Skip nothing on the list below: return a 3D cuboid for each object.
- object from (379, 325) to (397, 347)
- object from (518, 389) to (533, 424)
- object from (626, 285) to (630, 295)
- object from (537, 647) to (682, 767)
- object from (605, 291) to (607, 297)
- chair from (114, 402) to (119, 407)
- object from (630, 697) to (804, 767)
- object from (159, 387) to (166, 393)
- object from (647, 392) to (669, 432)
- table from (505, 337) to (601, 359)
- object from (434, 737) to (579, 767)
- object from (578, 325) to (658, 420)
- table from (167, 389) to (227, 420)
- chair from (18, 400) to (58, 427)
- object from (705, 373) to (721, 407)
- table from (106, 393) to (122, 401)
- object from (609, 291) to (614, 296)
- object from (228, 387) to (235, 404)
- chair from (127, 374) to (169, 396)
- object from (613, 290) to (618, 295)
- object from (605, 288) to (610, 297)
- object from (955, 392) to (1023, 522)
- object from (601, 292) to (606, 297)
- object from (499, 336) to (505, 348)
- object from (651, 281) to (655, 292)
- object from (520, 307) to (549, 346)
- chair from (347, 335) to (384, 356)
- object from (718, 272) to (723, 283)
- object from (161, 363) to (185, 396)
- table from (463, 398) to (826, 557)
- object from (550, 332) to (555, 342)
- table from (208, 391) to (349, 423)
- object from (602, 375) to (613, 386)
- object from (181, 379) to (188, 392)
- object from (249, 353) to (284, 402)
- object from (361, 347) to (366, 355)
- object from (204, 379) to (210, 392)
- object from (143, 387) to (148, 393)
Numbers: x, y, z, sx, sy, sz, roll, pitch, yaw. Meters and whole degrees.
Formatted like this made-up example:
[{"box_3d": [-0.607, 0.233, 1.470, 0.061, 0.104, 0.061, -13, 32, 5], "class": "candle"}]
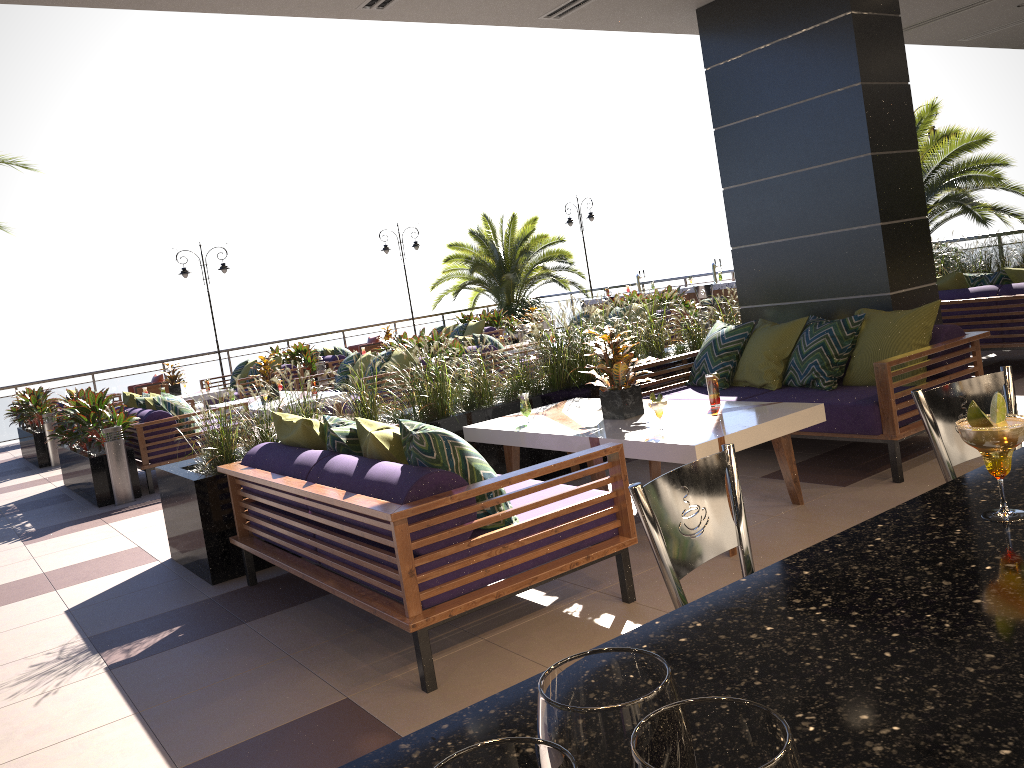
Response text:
[{"box_3d": [-2.220, -0.797, 15.908, 0.425, 0.525, 0.431, -10, 4, -7], "class": "object"}, {"box_3d": [0.081, 0.134, 5.400, 0.068, 0.210, 0.069, -7, 4, 39], "class": "object"}, {"box_3d": [2.265, -1.835, 17.276, 0.068, 0.180, 0.069, -7, 3, 28], "class": "object"}, {"box_3d": [0.079, 0.302, 0.611, 0.106, 0.208, 0.105, -11, 4, -29], "class": "object"}, {"box_3d": [2.006, -1.837, 18.492, 0.105, 0.208, 0.106, -7, 4, 31], "class": "object"}, {"box_3d": [-7.295, 0.588, 15.931, 0.581, 0.479, 0.578, -11, 5, -26], "class": "chair"}, {"box_3d": [0.130, 0.305, 0.515, 0.106, 0.208, 0.105, -11, 4, -29], "class": "object"}, {"box_3d": [-5.135, 0.144, 13.029, 0.082, 0.197, 0.069, -9, 3, 8], "class": "object"}, {"box_3d": [0.742, 0.137, 4.469, 0.106, 0.196, 0.106, -9, 3, -6], "class": "object"}, {"box_3d": [0.429, -0.273, 12.228, 0.946, 0.552, 2.034, -13, 7, -34], "class": "table"}, {"box_3d": [0.009, 0.325, 0.503, 0.106, 0.208, 0.105, -11, 4, -29], "class": "object"}, {"box_3d": [0.588, -0.070, 5.071, 0.426, 0.525, 0.430, -11, 4, -22], "class": "object"}, {"box_3d": [-5.168, 0.447, 13.793, 0.946, 0.552, 2.034, -13, 7, -34], "class": "table"}, {"box_3d": [-8.517, 0.601, 16.042, 0.718, 0.813, 0.713, -12, 5, -34], "class": "chair"}, {"box_3d": [1.120, 0.033, 4.908, 0.067, 0.189, 0.085, -10, 3, -9], "class": "object"}, {"box_3d": [-7.730, 0.533, 16.576, 0.744, 0.588, 0.754, -12, 6, -34], "class": "table"}, {"box_3d": [2.047, -1.816, 18.234, 0.105, 0.208, 0.106, -7, 4, 31], "class": "object"}, {"box_3d": [-3.274, 0.133, 10.335, 0.068, 0.210, 0.069, -6, 4, 44], "class": "object"}, {"box_3d": [-6.961, 0.238, 17.113, 0.718, 0.813, 0.713, -12, 5, -34], "class": "chair"}, {"box_3d": [2.142, -1.836, 18.285, 0.105, 0.208, 0.106, -7, 4, 31], "class": "object"}, {"box_3d": [1.924, -1.839, 17.772, 0.067, 0.189, 0.085, -10, 3, -9], "class": "object"}, {"box_3d": [0.769, 0.113, 1.403, 0.106, 0.196, 0.106, -9, 3, -6], "class": "object"}, {"box_3d": [1.917, -1.815, 18.422, 0.105, 0.208, 0.106, -7, 4, 31], "class": "object"}, {"box_3d": [-0.141, -0.591, 12.520, 0.067, 0.189, 0.085, -9, 3, -4], "class": "object"}, {"box_3d": [2.656, -1.849, 16.694, 0.068, 0.210, 0.069, -7, 4, 39], "class": "object"}, {"box_3d": [0.316, -0.796, 12.178, 0.432, 0.525, 0.425, -11, 4, -22], "class": "object"}, {"box_3d": [-3.177, -0.645, 19.718, 0.718, 0.813, 0.713, -12, 5, -34], "class": "chair"}, {"box_3d": [3.602, -1.841, 15.292, 0.069, 0.197, 0.082, -9, 3, 3], "class": "object"}, {"box_3d": [-5.269, -0.078, 13.740, 0.430, 0.525, 0.426, -9, 4, -2], "class": "object"}, {"box_3d": [0.680, 0.459, 5.101, 0.946, 0.552, 2.034, -13, 7, -34], "class": "table"}, {"box_3d": [0.530, -0.584, 11.516, 0.068, 0.180, 0.069, -6, 4, 44], "class": "object"}, {"box_3d": [-2.667, 0.450, 10.097, 0.946, 0.552, 2.034, -13, 7, -34], "class": "table"}, {"box_3d": [0.623, 0.030, 5.706, 0.068, 0.180, 0.069, -7, 4, 39], "class": "object"}, {"box_3d": [-5.352, 0.021, 14.477, 0.106, 0.196, 0.106, -9, 3, -1], "class": "object"}, {"box_3d": [-2.772, -0.076, 10.058, 0.426, 0.525, 0.430, -10, 4, -17], "class": "object"}, {"box_3d": [-2.717, -0.578, 16.218, 0.068, 0.180, 0.069, -6, 4, 44], "class": "object"}, {"box_3d": [-4.644, 0.021, 13.479, 0.067, 0.189, 0.085, -9, 3, -4], "class": "object"}, {"box_3d": [-5.840, 0.147, 14.109, 0.069, 0.180, 0.069, -9, 3, -1], "class": "object"}]
